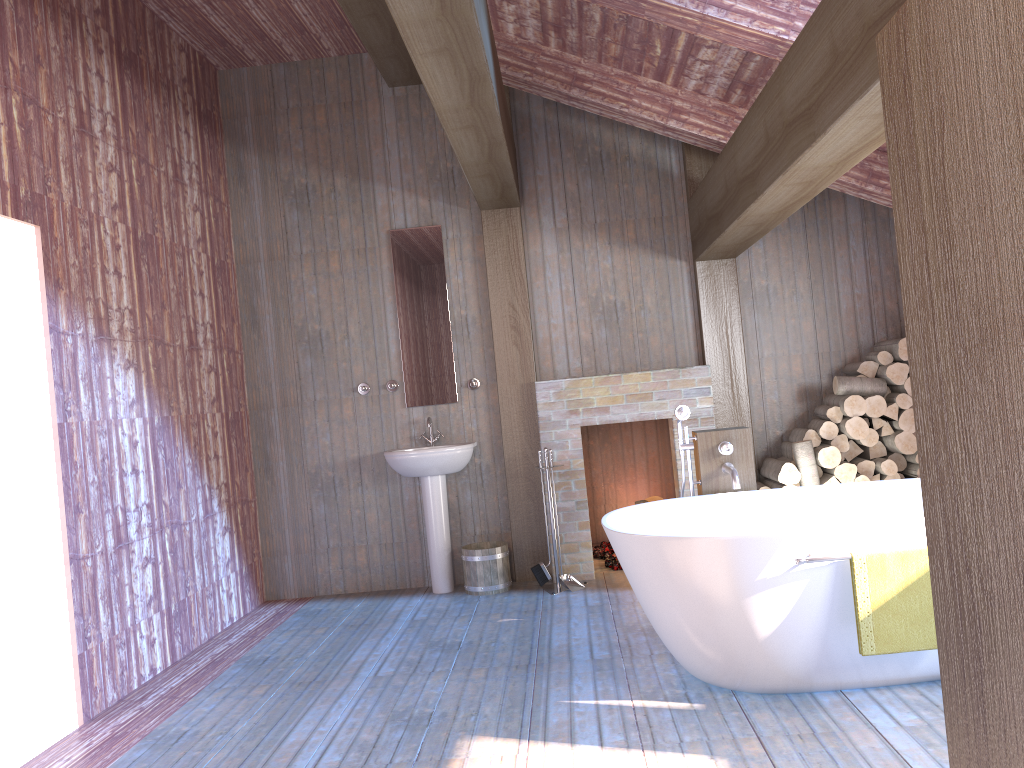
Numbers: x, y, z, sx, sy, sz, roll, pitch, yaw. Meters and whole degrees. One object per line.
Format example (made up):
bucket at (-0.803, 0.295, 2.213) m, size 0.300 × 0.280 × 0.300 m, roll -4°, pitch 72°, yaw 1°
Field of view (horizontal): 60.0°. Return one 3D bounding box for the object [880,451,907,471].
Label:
object at (2.379, 0.483, 5.615) m, size 0.116 × 0.118 × 0.289 m, roll -5°, pitch -1°, yaw 1°

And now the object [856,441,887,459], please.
object at (2.265, 0.407, 5.623) m, size 0.104 × 0.127 × 0.321 m, roll -5°, pitch -1°, yaw 4°

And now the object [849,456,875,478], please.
object at (2.161, 0.516, 5.532) m, size 0.114 × 0.120 × 0.303 m, roll -5°, pitch -1°, yaw 4°

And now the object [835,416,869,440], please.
object at (2.075, 0.267, 5.534) m, size 0.141 × 0.143 × 0.437 m, roll -5°, pitch -1°, yaw 2°

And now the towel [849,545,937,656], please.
towel at (1.385, 0.754, 3.105) m, size 0.370 × 0.361 × 0.032 m, roll -5°, pitch -1°, yaw 0°

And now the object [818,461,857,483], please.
object at (2.020, 0.538, 5.552) m, size 0.139 × 0.148 × 0.458 m, roll -5°, pitch -1°, yaw 4°

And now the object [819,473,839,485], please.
object at (1.909, 0.644, 5.567) m, size 0.155 × 0.174 × 0.483 m, roll -5°, pitch -1°, yaw 2°

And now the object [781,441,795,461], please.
object at (1.806, 0.426, 5.660) m, size 0.108 × 0.113 × 0.302 m, roll -5°, pitch -1°, yaw 4°

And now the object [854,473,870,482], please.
object at (2.108, 0.596, 5.527) m, size 0.098 × 0.100 × 0.437 m, roll -5°, pitch -1°, yaw 2°

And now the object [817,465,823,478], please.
object at (1.874, 0.543, 5.638) m, size 0.121 × 0.124 × 0.291 m, roll -5°, pitch -1°, yaw 4°

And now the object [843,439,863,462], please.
object at (2.115, 0.407, 5.629) m, size 0.128 × 0.150 × 0.323 m, roll -5°, pitch -1°, yaw 4°

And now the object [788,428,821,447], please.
object at (1.842, 0.337, 5.590) m, size 0.114 × 0.113 × 0.301 m, roll -5°, pitch -1°, yaw 1°

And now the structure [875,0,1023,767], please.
structure at (0.483, 0.093, 0.652) m, size 0.328 × 2.209 × 0.522 m, roll -6°, pitch -1°, yaw 24°

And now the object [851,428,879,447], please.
object at (2.178, 0.322, 5.525) m, size 0.115 × 0.123 × 0.291 m, roll -5°, pitch -1°, yaw 4°

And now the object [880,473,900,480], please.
object at (2.311, 0.595, 5.523) m, size 0.111 × 0.113 × 0.301 m, roll -5°, pitch -1°, yaw 2°

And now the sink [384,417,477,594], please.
sink at (-0.500, 0.786, 5.722) m, size 0.582 × 1.143 × 0.475 m, roll -5°, pitch -1°, yaw 3°

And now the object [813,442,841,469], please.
object at (1.922, 0.438, 5.544) m, size 0.138 × 0.147 × 0.440 m, roll -5°, pitch -1°, yaw 4°

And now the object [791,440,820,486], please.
object at (1.786, 0.491, 5.380) m, size 0.147 × 0.298 × 0.109 m, roll -6°, pitch -1°, yaw 6°

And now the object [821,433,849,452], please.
object at (2.005, 0.364, 5.549) m, size 0.111 × 0.113 × 0.301 m, roll -5°, pitch -1°, yaw 3°

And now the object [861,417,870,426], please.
object at (2.166, 0.236, 5.515) m, size 0.057 × 0.061 × 0.156 m, roll -5°, pitch -1°, yaw 3°

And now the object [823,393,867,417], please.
object at (2.075, 0.129, 5.541) m, size 0.135 × 0.145 × 0.439 m, roll -5°, pitch -1°, yaw 4°

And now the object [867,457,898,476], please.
object at (2.263, 0.503, 5.522) m, size 0.098 × 0.100 × 0.437 m, roll -5°, pitch -1°, yaw 2°

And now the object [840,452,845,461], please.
object at (2.019, 0.445, 5.547) m, size 0.064 × 0.068 × 0.174 m, roll -5°, pitch -1°, yaw 3°

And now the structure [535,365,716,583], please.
structure at (0.771, 0.589, 5.787) m, size 1.130 × 1.330 × 0.226 m, roll -5°, pitch -1°, yaw 3°

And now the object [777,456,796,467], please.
object at (1.772, 0.512, 5.659) m, size 0.099 × 0.093 × 0.280 m, roll -5°, pitch -1°, yaw 4°

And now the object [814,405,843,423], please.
object at (1.984, 0.186, 5.550) m, size 0.106 × 0.112 × 0.282 m, roll -5°, pitch -1°, yaw 4°

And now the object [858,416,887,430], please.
object at (2.243, 0.238, 5.525) m, size 0.088 × 0.092 × 0.280 m, roll -5°, pitch -1°, yaw 4°

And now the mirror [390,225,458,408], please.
mirror at (-0.591, -0.454, 5.946) m, size 0.350 × 1.199 × 0.009 m, roll -5°, pitch -1°, yaw 3°

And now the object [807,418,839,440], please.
object at (1.938, 0.281, 5.537) m, size 0.115 × 0.123 × 0.291 m, roll -5°, pitch -1°, yaw 4°

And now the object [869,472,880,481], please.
object at (2.200, 0.590, 5.528) m, size 0.086 × 0.089 × 0.279 m, roll -5°, pitch -1°, yaw 1°

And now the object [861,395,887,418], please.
object at (2.191, 0.132, 5.534) m, size 0.138 × 0.147 × 0.440 m, roll -5°, pitch -1°, yaw 4°
